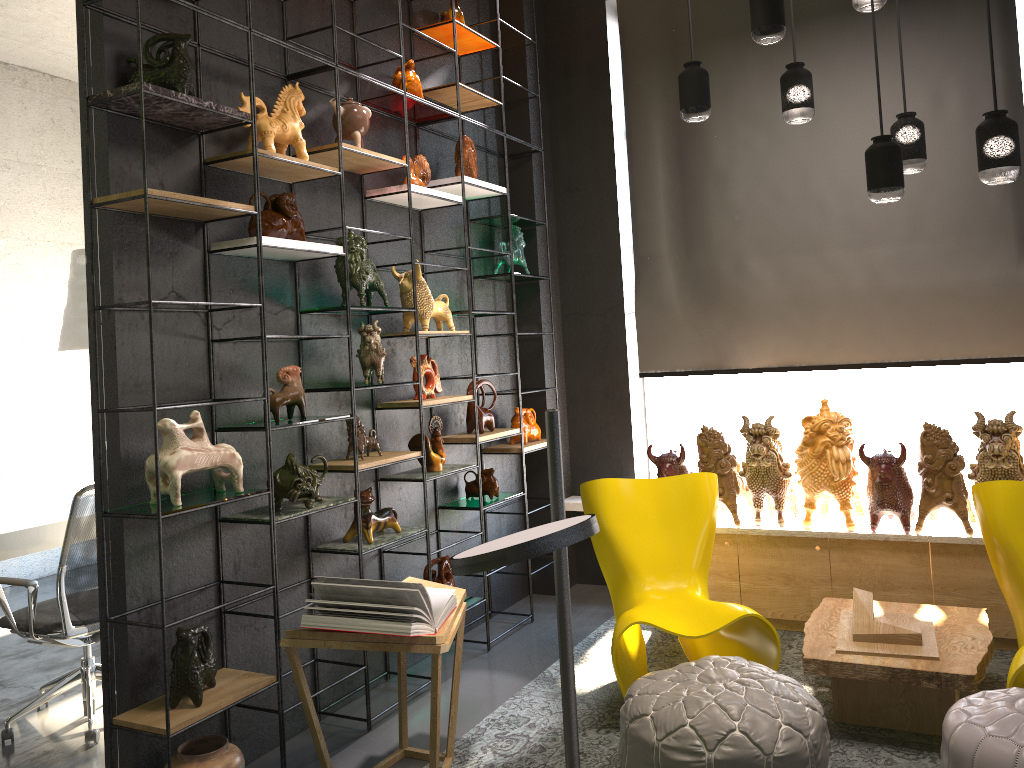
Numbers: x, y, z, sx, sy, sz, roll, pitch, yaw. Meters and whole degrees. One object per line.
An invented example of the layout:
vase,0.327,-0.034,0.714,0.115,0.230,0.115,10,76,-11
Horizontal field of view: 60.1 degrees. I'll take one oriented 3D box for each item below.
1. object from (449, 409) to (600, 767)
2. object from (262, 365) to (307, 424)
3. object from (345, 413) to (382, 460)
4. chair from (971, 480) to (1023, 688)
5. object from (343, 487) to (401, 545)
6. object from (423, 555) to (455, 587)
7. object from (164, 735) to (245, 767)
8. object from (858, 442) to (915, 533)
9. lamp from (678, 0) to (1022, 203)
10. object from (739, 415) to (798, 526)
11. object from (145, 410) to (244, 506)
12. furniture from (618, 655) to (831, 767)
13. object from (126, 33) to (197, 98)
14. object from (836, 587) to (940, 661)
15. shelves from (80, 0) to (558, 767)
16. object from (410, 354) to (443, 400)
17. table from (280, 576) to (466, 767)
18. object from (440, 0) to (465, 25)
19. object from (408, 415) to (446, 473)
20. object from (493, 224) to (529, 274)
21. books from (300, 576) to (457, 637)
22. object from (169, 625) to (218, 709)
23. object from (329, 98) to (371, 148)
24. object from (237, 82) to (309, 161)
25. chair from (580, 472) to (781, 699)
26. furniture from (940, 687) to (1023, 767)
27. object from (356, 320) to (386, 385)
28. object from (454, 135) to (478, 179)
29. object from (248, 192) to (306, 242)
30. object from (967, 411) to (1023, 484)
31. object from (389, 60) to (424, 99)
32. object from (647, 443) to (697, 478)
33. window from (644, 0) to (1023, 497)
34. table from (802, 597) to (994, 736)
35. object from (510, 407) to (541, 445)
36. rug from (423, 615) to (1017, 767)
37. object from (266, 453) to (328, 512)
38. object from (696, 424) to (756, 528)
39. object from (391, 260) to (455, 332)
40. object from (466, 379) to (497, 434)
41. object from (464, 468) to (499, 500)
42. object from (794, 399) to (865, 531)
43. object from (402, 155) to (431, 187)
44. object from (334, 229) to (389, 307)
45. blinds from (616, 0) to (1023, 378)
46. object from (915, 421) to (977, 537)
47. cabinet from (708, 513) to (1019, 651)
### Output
object,0.023,0.340,1.082,0.240,0.603,0.239,-2,-2,-36
object,-0.890,0.040,3.451,0.119,0.221,0.212,-4,0,12
object,-0.655,0.227,3.902,0.096,0.211,0.183,-4,-1,30
chair,2.097,0.820,3.220,0.657,0.898,1.070,-4,0,23
object,-0.593,0.559,3.898,0.155,0.236,0.309,-4,0,31
object,-0.366,0.979,4.275,0.126,0.250,0.253,-4,0,28
object,-1.036,1.337,2.978,0.264,0.239,0.266,-3,0,28
object,1.873,0.489,4.368,0.219,0.441,0.463,-4,-1,33
lamp,0.856,-1.728,2.217,2.678,2.277,2.838,-3,0,-19
object,1.341,0.443,4.665,0.271,0.580,0.430,-4,-1,21
object,-1.086,0.242,3.047,0.164,0.304,0.341,-4,0,33
furniture,0.703,1.160,2.966,0.678,0.383,0.680,-3,1,28
object,-1.233,-1.090,3.083,0.253,0.250,0.126,-3,-1,2
object,1.468,0.918,3.481,0.350,0.136,0.520,-3,2,23
shelves,-0.575,-0.573,4.165,0.274,3.916,2.995,-4,-1,28
object,-0.423,-0.035,4.380,0.060,0.223,0.267,-4,0,28
table,-0.368,1.101,3.141,0.495,0.620,0.734,-4,0,28
object,-0.342,-2.051,4.862,0.097,0.291,0.289,-2,0,-24
object,-0.400,0.292,4.340,0.123,0.271,0.227,-4,-1,28
object,-0.008,-0.805,5.274,0.151,0.333,0.289,-4,-1,20
books,-0.455,0.761,3.117,0.400,0.233,0.482,-3,1,14
object,-1.080,0.935,3.008,0.126,0.250,0.253,-3,0,-2
object,-0.718,-1.147,3.951,0.164,0.267,0.237,-3,0,-1
object,-0.945,-1.053,3.518,0.169,0.364,0.376,-4,0,23
chair,0.686,0.876,3.965,0.658,0.898,1.068,-3,0,-2
furniture,1.566,1.133,2.521,0.614,0.420,0.610,-3,1,22
object,-0.628,-0.137,3.911,0.131,0.280,0.207,-3,-1,-14
object,-0.252,-1.212,4.845,0.126,0.250,0.253,-3,0,-2
object,-0.930,-0.656,3.479,0.138,0.223,0.278,-4,0,27
object,2.289,0.405,4.171,0.271,0.580,0.430,-4,-1,21
object,-0.546,-1.492,4.456,0.139,0.223,0.277,-3,0,-32
object,0.925,0.527,4.862,0.219,0.441,0.463,-4,-1,33
window,1.834,-0.922,5.303,2.304,3.175,0.051,-4,-2,27
table,1.530,1.137,3.510,0.693,0.309,0.830,-3,2,27
object,0.081,0.240,5.266,0.138,0.223,0.278,-4,0,28
rug,1.683,1.289,3.191,3.589,0.010,2.192,-2,2,28
object,-0.846,0.372,3.460,0.192,0.221,0.402,-3,1,-3
object,1.162,0.476,4.792,0.248,0.546,0.475,-4,-1,35
object,-0.429,-0.424,4.366,0.174,0.352,0.369,-4,-1,33
object,-0.177,0.121,4.794,0.114,0.291,0.249,-4,-1,28
object,-0.169,0.538,4.796,0.210,0.169,0.105,-3,-1,27
object,1.616,0.397,4.508,0.307,0.656,0.469,-4,-1,33
object,-0.469,-1.051,4.419,0.107,0.210,0.234,-5,-1,45
object,-0.677,-0.510,3.919,0.167,0.357,0.255,-4,-1,33
blinds,-0.839,-0.881,5.842,3.528,3.315,12.683,-3,1,-42
object,2.110,0.438,4.298,0.248,0.546,0.475,-4,-1,35
cabinet,2.061,0.966,4.316,2.725,0.531,0.404,-2,0,28
